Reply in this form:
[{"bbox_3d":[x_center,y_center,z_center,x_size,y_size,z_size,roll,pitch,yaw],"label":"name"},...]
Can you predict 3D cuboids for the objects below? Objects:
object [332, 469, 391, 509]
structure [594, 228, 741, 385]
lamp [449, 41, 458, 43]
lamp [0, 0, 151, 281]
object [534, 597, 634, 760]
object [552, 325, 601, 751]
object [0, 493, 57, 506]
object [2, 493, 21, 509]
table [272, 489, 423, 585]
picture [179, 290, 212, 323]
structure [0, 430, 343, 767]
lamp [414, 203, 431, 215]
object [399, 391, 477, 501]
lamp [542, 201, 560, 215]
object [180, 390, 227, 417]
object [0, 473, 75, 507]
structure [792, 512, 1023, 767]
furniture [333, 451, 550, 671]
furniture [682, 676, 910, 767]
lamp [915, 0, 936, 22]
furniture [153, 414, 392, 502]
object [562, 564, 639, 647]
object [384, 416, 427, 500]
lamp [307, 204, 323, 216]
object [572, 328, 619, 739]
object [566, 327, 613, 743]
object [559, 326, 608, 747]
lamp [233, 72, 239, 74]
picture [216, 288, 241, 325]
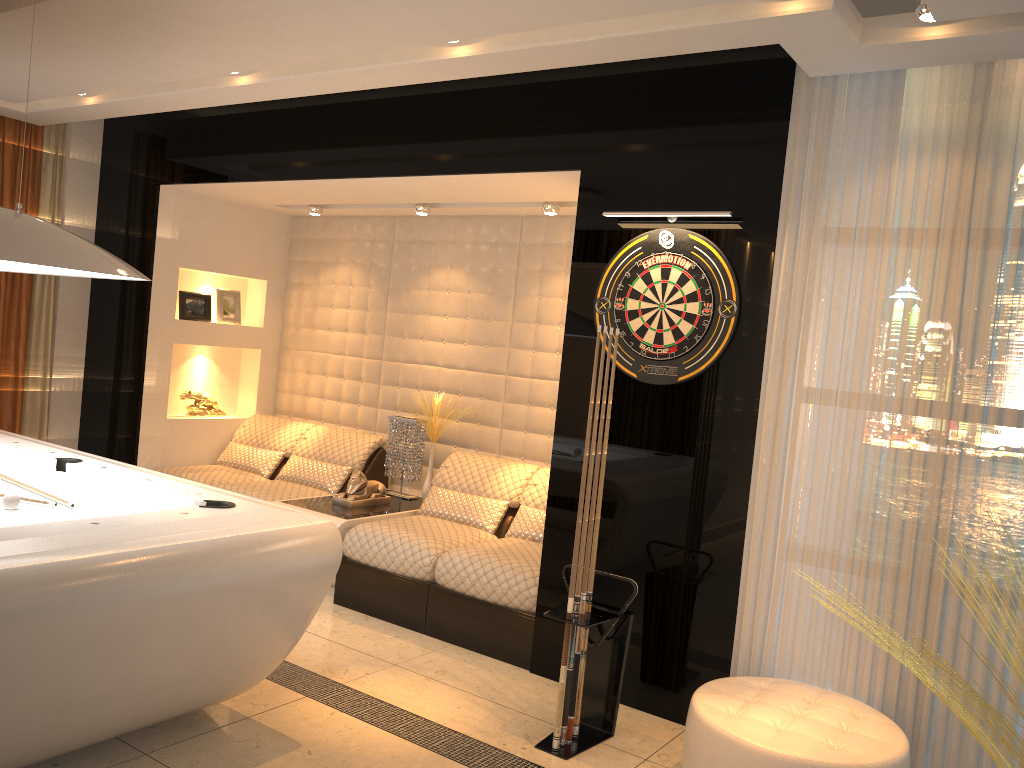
[{"bbox_3d":[-0.907,0.624,5.412,0.155,0.217,0.344,7,3,34],"label":"object"},{"bbox_3d":[0.645,-0.330,3.772,0.669,0.669,0.048,7,3,34],"label":"structure"},{"bbox_3d":[-0.238,-1.406,3.473,0.107,0.127,0.107,6,2,15],"label":"lamp"},{"bbox_3d":[-2.110,-0.963,3.359,1.578,0.995,0.939,7,3,34],"label":"lamp"},{"bbox_3d":[0.258,1.130,3.429,0.261,0.508,0.325,7,3,34],"label":"object"},{"bbox_3d":[0.243,0.580,3.304,0.027,1.605,0.026,5,2,-18],"label":"object"},{"bbox_3d":[-2.377,0.338,3.315,1.605,0.026,0.028,6,2,14],"label":"object"},{"bbox_3d":[-1.717,0.401,3.039,0.057,0.057,0.057,6,2,4],"label":"object"},{"bbox_3d":[-0.902,0.959,5.473,0.608,0.457,1.143,7,3,34],"label":"table"},{"bbox_3d":[-2.240,-0.542,6.254,0.090,0.209,0.264,7,3,34],"label":"picture"},{"bbox_3d":[-2.286,0.720,3.411,2.912,0.812,1.659,7,3,34],"label":"structure"},{"bbox_3d":[-0.562,-1.127,5.587,0.107,0.127,0.107,6,2,15],"label":"lamp"},{"bbox_3d":[-0.489,0.412,5.585,0.390,0.718,0.388,7,3,25],"label":"object"},{"bbox_3d":[0.224,-1.027,5.051,0.107,0.127,0.107,6,2,15],"label":"lamp"},{"bbox_3d":[-2.243,0.147,6.465,0.124,0.202,0.409,7,3,38],"label":"object"},{"bbox_3d":[-2.167,0.347,3.635,1.605,0.026,0.028,8,3,39],"label":"object"},{"bbox_3d":[1.535,0.990,2.177,1.275,1.142,1.282,5,2,-10],"label":"structure"},{"bbox_3d":[-0.097,0.882,4.935,1.312,0.810,1.107,7,3,34],"label":"furniture"},{"bbox_3d":[0.964,1.291,3.052,0.735,0.357,0.735,7,3,36],"label":"furniture"},{"bbox_3d":[1.342,-1.221,2.819,0.107,0.127,0.107,4,3,-37],"label":"lamp"},{"bbox_3d":[-1.664,0.682,6.003,1.312,0.810,1.107,7,3,34],"label":"furniture"},{"bbox_3d":[0.335,0.886,3.497,0.330,0.297,0.032,7,3,34],"label":"object"},{"bbox_3d":[-0.704,0.474,5.792,0.247,0.522,0.124,7,3,34],"label":"object"},{"bbox_3d":[-1.358,-1.229,6.130,0.107,0.127,0.107,6,2,15],"label":"lamp"},{"bbox_3d":[0.324,0.585,3.423,0.027,1.605,0.026,5,2,-18],"label":"object"},{"bbox_3d":[0.297,0.584,3.383,0.027,1.605,0.026,5,2,-18],"label":"object"},{"bbox_3d":[0.270,0.581,3.344,0.027,1.605,0.026,5,2,-18],"label":"object"},{"bbox_3d":[-1.331,-1.545,4.218,0.107,0.127,0.107,6,2,15],"label":"lamp"},{"bbox_3d":[-2.077,-0.561,6.487,0.094,0.262,0.211,7,3,34],"label":"picture"}]
